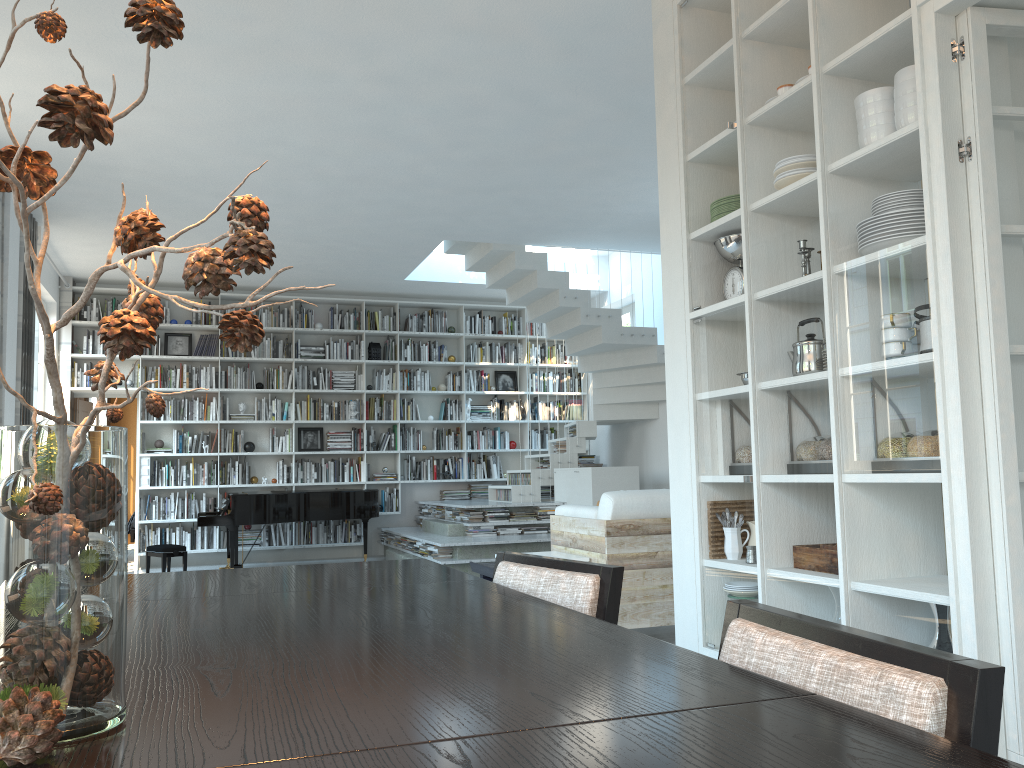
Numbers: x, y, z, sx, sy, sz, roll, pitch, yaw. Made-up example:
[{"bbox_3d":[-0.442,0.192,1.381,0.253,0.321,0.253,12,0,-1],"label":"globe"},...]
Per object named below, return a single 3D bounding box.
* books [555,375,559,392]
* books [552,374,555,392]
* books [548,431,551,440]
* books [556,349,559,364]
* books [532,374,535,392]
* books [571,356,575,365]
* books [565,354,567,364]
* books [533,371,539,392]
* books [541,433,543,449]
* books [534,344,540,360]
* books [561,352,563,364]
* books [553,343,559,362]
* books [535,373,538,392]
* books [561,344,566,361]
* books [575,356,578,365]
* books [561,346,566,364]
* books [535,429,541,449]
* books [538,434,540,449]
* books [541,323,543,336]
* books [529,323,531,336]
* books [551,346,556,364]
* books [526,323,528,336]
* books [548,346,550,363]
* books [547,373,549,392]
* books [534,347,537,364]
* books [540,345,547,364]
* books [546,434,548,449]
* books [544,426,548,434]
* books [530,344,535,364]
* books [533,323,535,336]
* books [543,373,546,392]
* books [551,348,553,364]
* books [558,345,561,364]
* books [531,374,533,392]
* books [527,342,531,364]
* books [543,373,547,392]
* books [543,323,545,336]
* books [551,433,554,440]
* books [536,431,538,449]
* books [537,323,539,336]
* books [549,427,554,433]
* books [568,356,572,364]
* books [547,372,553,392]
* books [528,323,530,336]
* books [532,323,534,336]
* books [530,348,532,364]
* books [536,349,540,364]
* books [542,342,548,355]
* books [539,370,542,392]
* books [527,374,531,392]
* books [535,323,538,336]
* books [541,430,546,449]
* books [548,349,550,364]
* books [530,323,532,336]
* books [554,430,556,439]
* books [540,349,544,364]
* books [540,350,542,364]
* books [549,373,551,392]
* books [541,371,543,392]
[{"bbox_3d":[0.570,0.006,11.768,0.045,0.245,0.177,1,-6,-19],"label":"books"},{"bbox_3d":[0.536,0.003,11.779,0.012,0.254,0.161,1,-6,-19],"label":"books"},{"bbox_3d":[0.481,0.741,11.696,0.027,0.242,0.132,1,-6,-19],"label":"books"},{"bbox_3d":[0.574,-0.347,11.805,0.023,0.220,0.171,1,-6,-19],"label":"books"},{"bbox_3d":[0.262,-0.001,11.653,0.023,0.247,0.182,1,-6,-19],"label":"books"},{"bbox_3d":[0.792,-0.340,11.886,0.023,0.213,0.181,1,-6,-19],"label":"books"},{"bbox_3d":[0.701,-0.377,11.864,0.023,0.286,0.163,1,-6,-19],"label":"books"},{"bbox_3d":[0.316,-0.019,11.670,0.014,0.285,0.185,1,-6,-19],"label":"books"},{"bbox_3d":[0.370,0.755,11.643,0.025,0.208,0.149,1,-6,-19],"label":"books"},{"bbox_3d":[0.332,-0.378,11.656,0.023,0.263,0.158,1,-6,-19],"label":"books"},{"bbox_3d":[0.641,-0.325,11.847,0.034,0.182,0.156,1,-6,-19],"label":"books"},{"bbox_3d":[0.586,-0.383,11.821,0.010,0.295,0.165,1,-6,-19],"label":"books"},{"bbox_3d":[0.293,-0.003,11.675,0.026,0.256,0.173,1,-6,-19],"label":"books"},{"bbox_3d":[0.681,-0.380,11.869,0.011,0.294,0.151,1,-6,-19],"label":"books"},{"bbox_3d":[0.834,-0.360,11.913,0.029,0.258,0.163,1,-6,-19],"label":"books"},{"bbox_3d":[0.673,-0.366,11.842,0.022,0.261,0.160,1,-6,-19],"label":"books"},{"bbox_3d":[0.344,0.726,11.644,0.024,0.267,0.133,1,-6,-19],"label":"books"},{"bbox_3d":[0.326,0.756,11.615,0.029,0.201,0.172,1,-6,-19],"label":"books"},{"bbox_3d":[0.374,-0.733,11.783,0.022,0.258,0.163,1,-6,-19],"label":"books"},{"bbox_3d":[0.210,-0.716,11.735,0.025,0.223,0.137,1,-6,-19],"label":"books"},{"bbox_3d":[0.517,-0.363,11.736,0.042,0.241,0.248,1,-6,-19],"label":"books"},{"bbox_3d":[0.170,-0.764,11.699,0.011,0.313,0.173,1,-6,-19],"label":"books"},{"bbox_3d":[0.467,-0.366,11.705,0.022,0.242,0.145,1,-6,-19],"label":"books"},{"bbox_3d":[0.449,-0.003,11.730,0.024,0.259,0.156,1,-6,-19],"label":"books"},{"bbox_3d":[0.279,-0.360,11.626,0.049,0.223,0.161,1,-6,-19],"label":"books"},{"bbox_3d":[0.417,-0.373,11.673,0.023,0.253,0.189,1,-6,-19],"label":"books"},{"bbox_3d":[0.433,0.759,11.667,0.027,0.200,0.164,1,-6,-19],"label":"books"},{"bbox_3d":[0.452,0.712,11.678,0.013,0.296,0.141,1,-6,-19],"label":"books"},{"bbox_3d":[0.247,-0.381,11.605,0.026,0.263,0.189,1,-6,-19],"label":"books"},{"bbox_3d":[0.264,-0.721,11.728,0.022,0.229,0.175,1,-6,-19],"label":"books"},{"bbox_3d":[0.407,-0.004,11.717,0.013,0.260,0.158,1,-6,-19],"label":"books"},{"bbox_3d":[0.499,-0.356,11.705,0.013,0.222,0.174,1,-6,-19],"label":"books"},{"bbox_3d":[0.612,-0.374,11.842,0.024,0.281,0.153,1,-6,-19],"label":"books"},{"bbox_3d":[0.230,0.001,11.671,0.026,0.249,0.161,1,-6,-19],"label":"books"},{"bbox_3d":[0.205,-0.397,11.600,0.010,0.294,0.183,1,-6,-19],"label":"books"},{"bbox_3d":[0.422,-0.008,11.732,0.025,0.270,0.152,1,-6,-19],"label":"books"},{"bbox_3d":[0.398,-0.735,11.792,0.029,0.264,0.179,1,-6,-19],"label":"books"},{"bbox_3d":[0.513,0.756,11.676,0.021,0.205,0.175,1,-6,-19],"label":"books"},{"bbox_3d":[0.300,0.736,11.613,0.022,0.242,0.151,1,-6,-19],"label":"books"},{"bbox_3d":[0.321,-0.757,11.761,0.012,0.306,0.184,1,-6,-19],"label":"books"},{"bbox_3d":[0.524,0.718,11.693,0.011,0.284,0.161,1,-6,-19],"label":"books"},{"bbox_3d":[0.747,-0.360,11.874,0.070,0.254,0.154,1,-6,-19],"label":"books"},{"bbox_3d":[0.494,-0.014,11.750,0.030,0.283,0.166,1,-6,-19],"label":"books"},{"bbox_3d":[0.190,-0.743,11.719,0.022,0.275,0.160,1,-6,-19],"label":"books"},{"bbox_3d":[0.248,-0.741,11.721,0.012,0.268,0.185,1,-6,-19],"label":"books"},{"bbox_3d":[0.222,-0.352,11.602,0.024,0.205,0.166,1,-6,-19],"label":"books"},{"bbox_3d":[0.316,-0.345,11.631,0.024,0.193,0.190,1,-6,-19],"label":"books"},{"bbox_3d":[0.437,-0.394,11.686,0.022,0.296,0.152,1,-6,-19],"label":"books"},{"bbox_3d":[0.351,-0.022,11.710,0.022,0.297,0.162,1,-6,-19],"label":"books"},{"bbox_3d":[0.216,-0.003,11.653,0.012,0.254,0.161,1,-6,-19],"label":"books"},{"bbox_3d":[0.295,-0.727,11.748,0.023,0.243,0.183,1,-6,-19],"label":"books"},{"bbox_3d":[0.403,0.732,11.629,0.027,0.248,0.184,1,-6,-19],"label":"books"},{"bbox_3d":[0.453,-0.348,11.692,0.014,0.206,0.184,1,-6,-19],"label":"books"},{"bbox_3d":[0.232,-0.749,11.730,0.013,0.286,0.150,1,-6,-19],"label":"books"},{"bbox_3d":[0.553,0.735,11.713,0.012,0.254,0.161,1,-6,-19],"label":"books"},{"bbox_3d":[0.389,-0.351,11.681,0.025,0.211,0.135,1,-6,-19],"label":"books"},{"bbox_3d":[0.348,-0.341,11.702,0.038,0.199,0.170,1,-6,-19],"label":"books"},{"bbox_3d":[0.471,-0.004,11.736,0.022,0.262,0.172,1,-6,-19],"label":"books"},{"bbox_3d":[0.370,-0.020,11.705,0.012,0.292,0.165,1,-6,-19],"label":"books"}]
